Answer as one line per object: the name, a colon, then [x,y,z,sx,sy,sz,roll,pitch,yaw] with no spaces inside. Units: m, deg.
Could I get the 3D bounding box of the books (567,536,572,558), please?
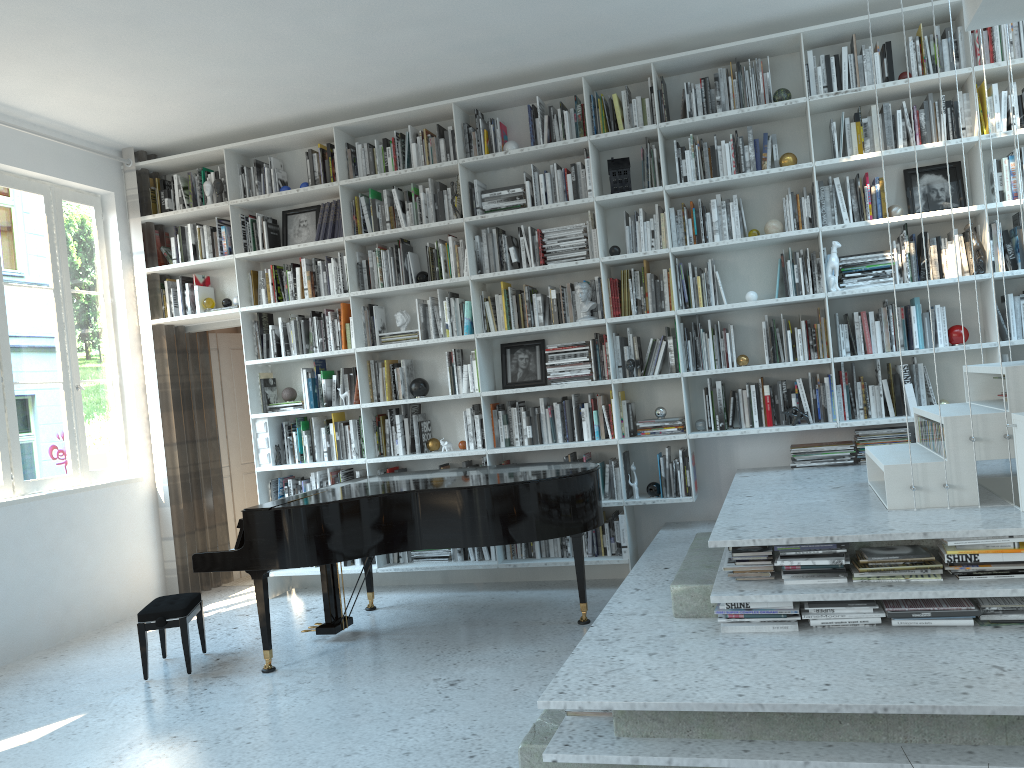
books: [0.375,0.946,5.655,0.014,0.288,0.184,-5,0,17]

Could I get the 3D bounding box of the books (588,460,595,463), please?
books: [0.502,0.603,5.544,0.022,0.244,0.180,-5,0,17]

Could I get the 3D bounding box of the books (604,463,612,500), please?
books: [0.606,0.605,5.546,0.053,0.220,0.132,-5,0,17]

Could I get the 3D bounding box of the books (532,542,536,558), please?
books: [0.154,0.974,5.745,0.012,0.276,0.154,-5,0,17]

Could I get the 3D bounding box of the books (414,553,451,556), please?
books: [-0.513,1.127,5.943,0.254,0.007,0.161,-6,0,13]

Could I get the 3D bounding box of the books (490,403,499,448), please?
books: [-0.099,0.268,5.795,0.012,0.285,0.159,-5,0,17]

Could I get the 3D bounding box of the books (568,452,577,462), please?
books: [0.393,0.584,5.576,0.013,0.303,0.181,-5,0,17]

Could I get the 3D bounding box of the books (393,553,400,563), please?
books: [-0.759,1.111,6.018,0.053,0.184,0.148,-5,0,17]

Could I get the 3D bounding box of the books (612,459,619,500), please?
books: [0.651,0.591,5.513,0.010,0.238,0.167,-5,0,17]

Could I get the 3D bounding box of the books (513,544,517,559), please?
books: [0.028,0.954,5.778,0.014,0.340,0.139,-5,0,17]

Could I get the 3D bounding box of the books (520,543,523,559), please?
books: [0.071,0.951,5.757,0.012,0.337,0.144,-5,0,17]

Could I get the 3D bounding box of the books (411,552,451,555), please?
books: [-0.512,1.120,5.947,0.285,0.007,0.159,-6,0,19]

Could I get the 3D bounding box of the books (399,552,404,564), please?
books: [-0.726,1.084,6.004,0.023,0.231,0.164,-5,0,17]

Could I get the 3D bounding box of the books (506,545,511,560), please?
books: [-0.005,1.000,5.772,0.026,0.256,0.183,-5,0,17]

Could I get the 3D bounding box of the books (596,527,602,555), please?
books: [0.565,0.952,5.614,0.028,0.239,0.140,-5,0,17]

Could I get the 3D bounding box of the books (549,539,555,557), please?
books: [0.266,0.984,5.709,0.030,0.234,0.138,-5,0,17]

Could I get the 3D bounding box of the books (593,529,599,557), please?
books: [0.535,0.915,5.597,0.013,0.317,0.186,-5,0,17]

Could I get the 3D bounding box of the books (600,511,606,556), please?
books: [0.579,0.940,5.594,0.011,0.258,0.171,-5,0,17]

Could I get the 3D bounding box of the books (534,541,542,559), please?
books: [0.180,1.006,5.713,0.028,0.206,0.174,-5,0,17]

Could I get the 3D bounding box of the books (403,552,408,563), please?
books: [-0.700,1.083,6.005,0.027,0.227,0.139,-5,0,17]

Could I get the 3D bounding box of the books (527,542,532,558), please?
books: [0.127,0.991,5.753,0.022,0.247,0.143,-5,0,17]

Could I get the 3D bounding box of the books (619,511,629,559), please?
books: [0.716,0.921,5.490,0.038,0.269,0.277,-5,0,17]

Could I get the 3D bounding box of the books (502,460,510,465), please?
books: [-0.024,0.635,5.709,0.012,0.285,0.137,-5,0,17]

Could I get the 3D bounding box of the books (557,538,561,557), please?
books: [0.319,0.994,5.691,0.024,0.203,0.144,-5,0,17]

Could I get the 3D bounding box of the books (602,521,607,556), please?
books: [0.602,0.972,5.599,0.024,0.191,0.155,-5,0,17]

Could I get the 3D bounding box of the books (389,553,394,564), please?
books: [-0.795,1.107,6.036,0.025,0.198,0.160,-5,0,17]

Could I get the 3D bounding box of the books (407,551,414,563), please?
books: [-0.677,1.053,5.997,0.027,0.282,0.129,-5,0,17]

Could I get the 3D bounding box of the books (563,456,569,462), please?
books: [0.362,0.597,5.600,0.012,0.285,0.159,-5,0,17]

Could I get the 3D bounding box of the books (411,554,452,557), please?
books: [-0.513,1.134,5.940,0.285,0.007,0.159,-6,0,22]

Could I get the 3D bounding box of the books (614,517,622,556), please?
books: [0.681,0.951,5.560,0.029,0.218,0.190,-5,0,17]

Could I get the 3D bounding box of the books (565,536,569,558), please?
books: [0.359,0.923,5.658,0.014,0.336,0.182,-5,0,17]

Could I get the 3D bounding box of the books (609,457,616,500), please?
books: [0.637,0.587,5.525,0.022,0.249,0.130,-5,0,17]

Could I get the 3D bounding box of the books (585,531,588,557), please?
books: [0.485,0.933,5.620,0.011,0.292,0.184,-5,0,17]

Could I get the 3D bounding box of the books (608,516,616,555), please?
books: [0.646,0.949,5.586,0.028,0.227,0.162,-5,0,17]

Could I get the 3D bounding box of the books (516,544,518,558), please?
books: [0.047,0.993,5.787,0.010,0.259,0.131,-5,0,17]

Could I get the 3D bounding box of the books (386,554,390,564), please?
books: [-0.827,1.067,6.046,0.012,0.285,0.159,-5,0,17]

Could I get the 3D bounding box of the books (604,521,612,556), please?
books: [0.620,0.963,5.583,0.022,0.205,0.191,-5,0,17]

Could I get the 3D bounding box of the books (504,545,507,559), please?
books: [-0.027,1.003,5.800,0.012,0.254,0.161,-5,0,17]

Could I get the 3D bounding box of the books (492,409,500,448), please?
books: [-0.078,0.286,5.787,0.029,0.244,0.154,-5,0,17]

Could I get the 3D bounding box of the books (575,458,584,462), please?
books: [0.455,0.600,5.589,0.066,0.261,0.132,-5,0,17]

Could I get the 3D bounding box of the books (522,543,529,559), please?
books: [0.094,0.962,5.751,0.034,0.311,0.170,-5,0,17]

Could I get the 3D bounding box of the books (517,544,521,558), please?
books: [0.060,0.989,5.772,0.025,0.263,0.144,-5,0,17]

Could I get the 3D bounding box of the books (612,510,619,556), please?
books: [0.661,0.933,5.572,0.013,0.256,0.176,-5,0,17]

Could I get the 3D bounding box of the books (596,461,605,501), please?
books: [0.563,0.603,5.540,0.024,0.232,0.146,-5,0,17]

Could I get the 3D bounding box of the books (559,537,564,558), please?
books: [0.329,0.952,5.673,0.013,0.285,0.184,-5,0,17]

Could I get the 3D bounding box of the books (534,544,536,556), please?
books: [0.166,0.983,5.742,0.012,0.255,0.150,-5,0,17]

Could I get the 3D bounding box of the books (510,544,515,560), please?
books: [0.012,0.976,5.766,0.014,0.301,0.184,-5,0,17]

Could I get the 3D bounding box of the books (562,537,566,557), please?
books: [0.351,0.986,5.672,0.022,0.213,0.167,-5,0,17]

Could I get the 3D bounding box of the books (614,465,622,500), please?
books: [0.671,0.610,5.510,0.027,0.196,0.146,-5,0,17]

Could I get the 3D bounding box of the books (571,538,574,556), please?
books: [0.399,0.957,5.665,0.024,0.262,0.131,-5,0,17]

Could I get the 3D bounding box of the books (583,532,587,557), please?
books: [0.469,0.976,5.625,0.029,0.210,0.170,-5,0,17]

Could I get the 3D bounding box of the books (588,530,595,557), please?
books: [0.510,0.951,5.602,0.044,0.251,0.186,-5,0,17]

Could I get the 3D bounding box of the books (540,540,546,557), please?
books: [0.217,1.008,5.734,0.030,0.197,0.143,-5,0,17]

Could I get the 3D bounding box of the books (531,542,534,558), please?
books: [0.143,0.994,5.745,0.012,0.239,0.128,-5,0,17]

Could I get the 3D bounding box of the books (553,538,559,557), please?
books: [0.292,0.968,5.700,0.028,0.261,0.132,-5,0,17]

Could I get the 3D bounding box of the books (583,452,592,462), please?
books: [0.484,0.580,5.553,0.015,0.293,0.169,-5,0,17]

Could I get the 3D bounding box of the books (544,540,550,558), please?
books: [0.235,0.957,5.714,0.026,0.294,0.155,-5,0,17]

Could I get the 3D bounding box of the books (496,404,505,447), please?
books: [-0.063,0.269,5.774,0.011,0.275,0.145,-5,0,17]
